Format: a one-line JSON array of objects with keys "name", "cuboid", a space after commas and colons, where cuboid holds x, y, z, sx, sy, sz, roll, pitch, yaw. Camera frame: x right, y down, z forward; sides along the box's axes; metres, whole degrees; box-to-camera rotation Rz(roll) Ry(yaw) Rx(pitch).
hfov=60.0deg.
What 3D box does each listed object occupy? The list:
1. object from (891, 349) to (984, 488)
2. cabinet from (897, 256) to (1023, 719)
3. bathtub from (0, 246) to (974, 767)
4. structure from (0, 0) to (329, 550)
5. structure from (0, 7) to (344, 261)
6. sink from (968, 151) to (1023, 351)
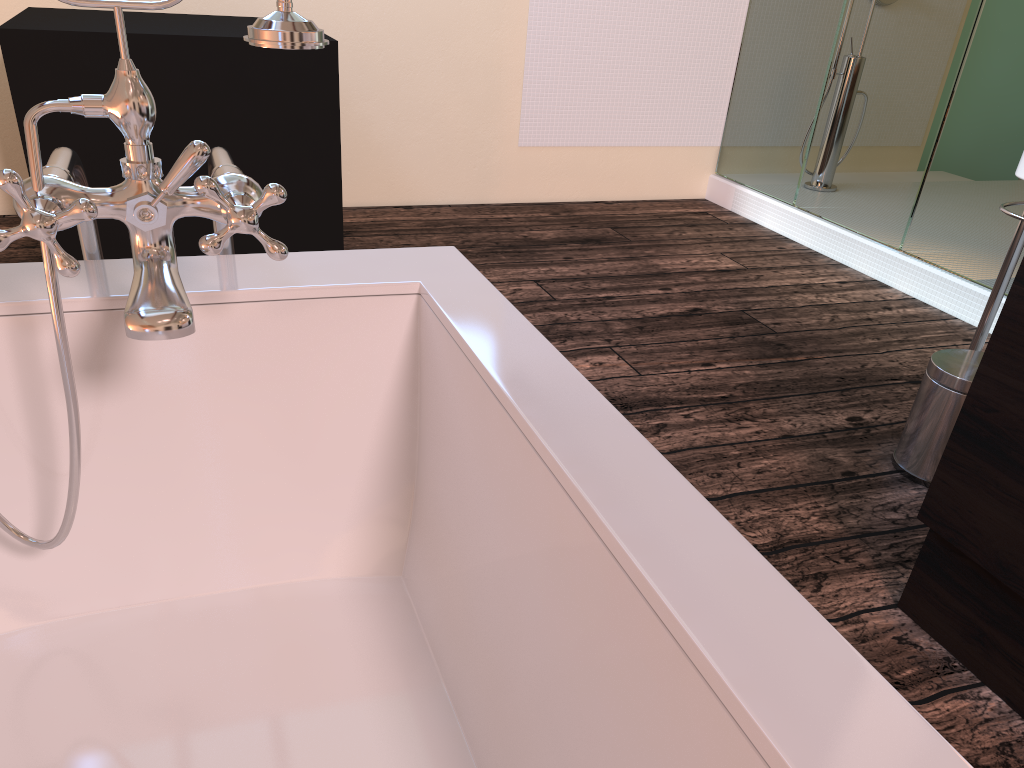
[{"name": "object", "cuboid": [1.038, 0.094, 2.051, 0.221, 0.311, 0.220, 22, 33, 29]}, {"name": "cabinet", "cuboid": [1.192, 0.453, 0.732, 0.385, 0.939, 1.827, -7, 30, -19]}, {"name": "bathtub", "cuboid": [-0.106, 0.638, 0.381, 0.797, 0.706, 2.182, -6, 30, -19]}, {"name": "structure", "cuboid": [-0.391, 0.036, 1.065, 0.384, 1.139, 0.544, 1, 29, -6]}, {"name": "structure", "cuboid": [-1.072, -0.853, 2.938, 0.868, 0.875, 0.788, -6, 30, -19]}, {"name": "sink", "cuboid": [1.384, -0.205, 2.055, 0.680, 0.798, 0.341, -6, 31, -19]}]
